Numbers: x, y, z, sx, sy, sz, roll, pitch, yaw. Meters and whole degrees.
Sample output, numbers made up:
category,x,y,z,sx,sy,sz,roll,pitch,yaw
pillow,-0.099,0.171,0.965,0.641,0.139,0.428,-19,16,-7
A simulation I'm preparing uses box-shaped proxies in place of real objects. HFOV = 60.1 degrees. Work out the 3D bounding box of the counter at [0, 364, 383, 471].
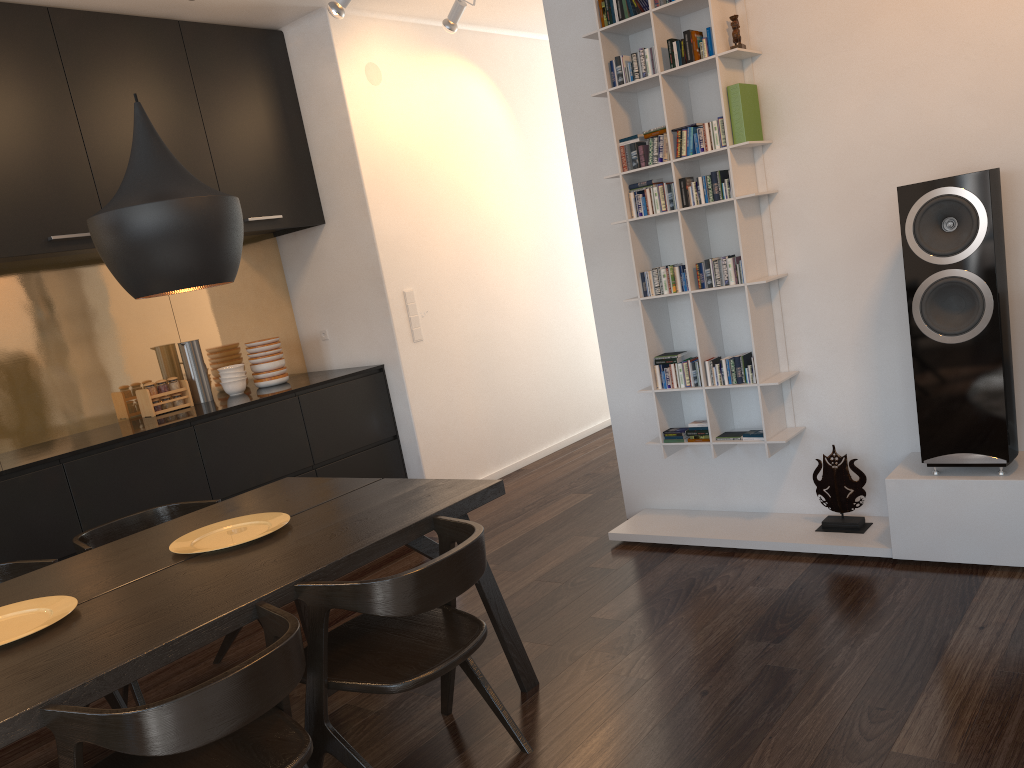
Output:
category,x,y,z,sx,sy,sz,roll,pitch,yaw
counter,-2.557,0.454,3.467,0.733,0.002,4.990,-4,10,40

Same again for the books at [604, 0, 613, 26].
category,x,y,z,sx,sy,sz,roll,pitch,yaw
books,0.397,-1.472,3.498,0.023,0.109,0.068,-1,14,39

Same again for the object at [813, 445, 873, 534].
category,x,y,z,sx,sy,sz,roll,pitch,yaw
object,1.297,0.405,3.504,0.213,0.355,0.120,-2,14,39

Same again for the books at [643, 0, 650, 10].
category,x,y,z,sx,sy,sz,roll,pitch,yaw
books,0.519,-1.477,3.403,0.058,0.100,0.068,-2,14,39

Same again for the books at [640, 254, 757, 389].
category,x,y,z,sx,sy,sz,roll,pitch,yaw
books,0.790,-0.251,3.662,0.470,0.518,0.120,-3,14,39

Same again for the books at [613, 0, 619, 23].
category,x,y,z,sx,sy,sz,roll,pitch,yaw
books,0.426,-1.468,3.481,0.014,0.093,0.068,-1,14,39

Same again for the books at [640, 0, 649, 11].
category,x,y,z,sx,sy,sz,roll,pitch,yaw
books,0.512,-1.477,3.409,0.058,0.100,0.068,-2,14,39

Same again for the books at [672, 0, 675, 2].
category,x,y,z,sx,sy,sz,roll,pitch,yaw
books,0.681,-1.498,3.305,0.161,0.112,0.100,-3,12,39

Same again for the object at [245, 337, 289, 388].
category,x,y,z,sx,sy,sz,roll,pitch,yaw
object,-1.412,-0.123,5.103,0.198,0.268,0.195,-8,11,14

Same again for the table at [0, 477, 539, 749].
category,x,y,z,sx,sy,sz,roll,pitch,yaw
table,-1.144,0.930,2.212,1.108,0.688,2.465,-3,11,40

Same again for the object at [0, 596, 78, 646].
category,x,y,z,sx,sy,sz,roll,pitch,yaw
object,-1.247,0.595,2.153,0.357,0.017,0.350,-8,8,21

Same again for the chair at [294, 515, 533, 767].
category,x,y,z,sx,sy,sz,roll,pitch,yaw
chair,-0.282,0.751,2.367,0.520,0.680,0.584,-3,13,37

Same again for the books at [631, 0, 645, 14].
category,x,y,z,sx,sy,sz,roll,pitch,yaw
books,0.492,-1.472,3.426,0.046,0.092,0.068,-2,14,39

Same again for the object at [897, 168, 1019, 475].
category,x,y,z,sx,sy,sz,roll,pitch,yaw
object,1.548,-0.198,3.036,0.295,1.016,0.276,-1,15,39

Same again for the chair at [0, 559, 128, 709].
category,x,y,z,sx,sy,sz,roll,pitch,yaw
chair,-1.581,0.946,2.728,0.520,0.680,0.584,-3,13,37

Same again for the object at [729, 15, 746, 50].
category,x,y,z,sx,sy,sz,roll,pitch,yaw
object,0.839,-1.308,3.303,0.046,0.142,0.063,-4,13,30

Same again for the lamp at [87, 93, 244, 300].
category,x,y,z,sx,sy,sz,roll,pitch,yaw
lamp,-0.986,-0.532,2.481,0.410,0.548,0.406,-11,10,-3

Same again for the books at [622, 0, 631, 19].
category,x,y,z,sx,sy,sz,roll,pitch,yaw
books,0.458,-1.474,3.452,0.019,0.100,0.073,-1,14,39

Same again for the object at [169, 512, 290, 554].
category,x,y,z,sx,sy,sz,roll,pitch,yaw
object,-0.842,0.450,2.652,0.356,0.017,0.351,-4,10,43

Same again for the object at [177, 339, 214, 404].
category,x,y,z,sx,sy,sz,roll,pitch,yaw
object,-1.720,-0.069,4.849,0.114,0.344,0.162,0,15,42

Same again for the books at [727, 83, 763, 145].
category,x,y,z,sx,sy,sz,roll,pitch,yaw
books,0.890,-1.025,3.369,0.049,0.217,0.163,-1,14,39

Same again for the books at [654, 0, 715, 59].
category,x,y,z,sx,sy,sz,roll,pitch,yaw
books,0.673,-1.385,3.351,0.229,0.337,0.106,-2,14,39

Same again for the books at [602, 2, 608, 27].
category,x,y,z,sx,sy,sz,roll,pitch,yaw
books,0.386,-1.464,3.512,0.014,0.093,0.068,-1,14,39

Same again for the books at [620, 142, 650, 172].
category,x,y,z,sx,sy,sz,roll,pitch,yaw
books,0.513,-0.932,3.625,0.101,0.106,0.094,-3,13,39

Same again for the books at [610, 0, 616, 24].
category,x,y,z,sx,sy,sz,roll,pitch,yaw
books,0.415,-1.466,3.490,0.014,0.093,0.068,-1,14,39

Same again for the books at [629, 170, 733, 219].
category,x,y,z,sx,sy,sz,roll,pitch,yaw
books,0.698,-0.766,3.557,0.468,0.114,0.121,-4,11,39

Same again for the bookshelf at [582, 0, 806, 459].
category,x,y,z,sx,sy,sz,roll,pitch,yaw
bookshelf,0.730,-0.723,3.595,0.640,2.103,0.223,-1,15,39

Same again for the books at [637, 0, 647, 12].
category,x,y,z,sx,sy,sz,roll,pitch,yaw
books,0.505,-1.476,3.415,0.058,0.100,0.068,-2,14,39

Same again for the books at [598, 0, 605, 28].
category,x,y,z,sx,sy,sz,roll,pitch,yaw
books,0.374,-1.471,3.523,0.016,0.109,0.068,-1,14,39

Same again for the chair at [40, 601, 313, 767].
category,x,y,z,sx,sy,sz,roll,pitch,yaw
chair,-0.654,0.884,1.909,0.520,0.680,0.585,-2,13,40

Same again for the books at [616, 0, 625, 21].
category,x,y,z,sx,sy,sz,roll,pitch,yaw
books,0.439,-1.479,3.466,0.029,0.117,0.073,-1,14,39

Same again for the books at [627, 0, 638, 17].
category,x,y,z,sx,sy,sz,roll,pitch,yaw
books,0.474,-1.471,3.441,0.028,0.094,0.068,-1,14,39

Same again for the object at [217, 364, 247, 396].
category,x,y,z,sx,sy,sz,roll,pitch,yaw
object,-1.559,-0.021,4.956,0.157,0.162,0.153,-14,10,-22

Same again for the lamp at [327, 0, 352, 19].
category,x,y,z,sx,sy,sz,roll,pitch,yaw
lamp,-0.714,-1.761,3.910,0.251,0.243,0.084,-8,11,16

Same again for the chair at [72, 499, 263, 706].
category,x,y,z,sx,sy,sz,roll,pitch,yaw
chair,-1.212,0.815,3.183,0.520,0.680,0.584,-2,13,39
